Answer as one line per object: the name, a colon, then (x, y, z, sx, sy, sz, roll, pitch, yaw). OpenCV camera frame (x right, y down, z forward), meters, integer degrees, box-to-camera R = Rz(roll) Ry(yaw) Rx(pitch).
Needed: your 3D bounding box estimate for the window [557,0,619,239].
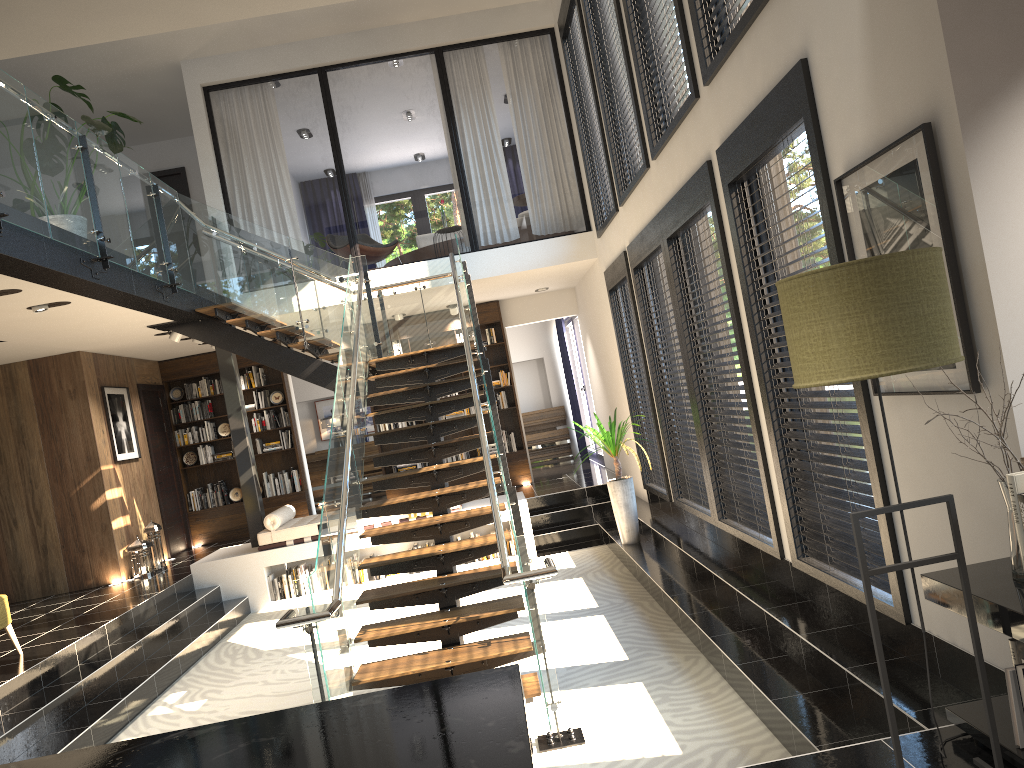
window: (0.935, -2.898, 9.281, 0.358, 2.475, 1.393, -10, 0, -2)

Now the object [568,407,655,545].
object: (1.041, 0.918, 8.792, 0.876, 1.338, 0.830, -10, 0, -13)

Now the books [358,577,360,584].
books: (-1.753, 2.123, 10.032, 0.034, 0.252, 0.151, -10, 0, -2)

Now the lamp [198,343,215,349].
lamp: (-3.929, -0.549, 11.589, 0.346, 0.262, 0.195, -10, 0, -2)

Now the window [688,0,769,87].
window: (1.097, -3.005, 4.507, 0.358, 2.475, 1.393, -10, 0, -2)

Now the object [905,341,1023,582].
object: (1.361, 0.191, 2.536, 0.607, 0.744, 0.407, -10, 0, -42)

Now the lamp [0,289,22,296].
lamp: (-3.766, -0.705, 6.470, 0.346, 0.177, 0.195, -10, -1, -2)

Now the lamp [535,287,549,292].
lamp: (0.411, -1.389, 12.533, 0.195, 0.158, 0.346, -10, -1, -2)

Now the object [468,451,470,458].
object: (-0.639, 0.965, 12.878, 0.020, 0.262, 0.047, -10, 0, -2)

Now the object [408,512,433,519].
object: (-0.974, 1.556, 10.448, 0.466, 0.510, 1.167, -10, -1, -2)

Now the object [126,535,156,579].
object: (-4.349, 2.006, 10.387, 0.262, 0.483, 0.262, -10, 0, -2)

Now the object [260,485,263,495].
object: (-3.682, 1.544, 12.724, 0.212, 0.222, 0.082, -10, 0, -2)

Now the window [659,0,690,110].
window: (1.113, -2.983, 6.086, 0.005, 2.297, 1.221, -10, 0, -2)

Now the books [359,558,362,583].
books: (-1.724, 2.097, 10.043, 0.036, 0.293, 0.128, -10, 0, -2)

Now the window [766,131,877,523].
window: (1.686, -0.211, 4.495, 0.005, 2.297, 1.221, -10, 0, -2)

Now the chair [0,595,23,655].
chair: (-4.342, 1.631, 6.530, 1.030, 1.097, 0.807, -10, 0, -3)

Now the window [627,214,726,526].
window: (1.509, -0.128, 7.639, 0.358, 2.475, 1.498, -10, 0, -2)

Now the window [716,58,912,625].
window: (1.615, -0.198, 4.500, 0.358, 2.475, 1.393, -10, 0, -2)

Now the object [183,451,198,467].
object: (-4.616, 1.076, 12.722, 0.212, 0.222, 0.082, -10, 0, -2)

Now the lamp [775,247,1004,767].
lamp: (1.104, 0.384, 2.496, 0.437, 1.445, 0.637, -11, 0, 23)

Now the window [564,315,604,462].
window: (1.242, 0.040, 14.742, 0.184, 2.476, 2.981, -10, -1, -2)

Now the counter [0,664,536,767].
counter: (-1.735, 0.576, 0.350, 3.573, 0.041, 0.698, -10, -1, -2)

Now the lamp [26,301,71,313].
lamp: (-3.792, -0.687, 7.246, 0.346, 0.177, 0.195, -10, -1, -2)

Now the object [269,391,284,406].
object: (-3.381, 0.205, 12.753, 0.212, 0.222, 0.082, -10, 0, -2)

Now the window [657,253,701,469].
window: (1.579, -0.141, 7.633, 0.005, 2.297, 1.313, -10, 0, -2)

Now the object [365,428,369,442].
object: (-2.821, 0.678, 16.311, 0.272, 0.860, 0.270, -11, 0, 12)

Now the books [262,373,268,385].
books: (-3.568, -0.066, 12.809, 0.022, 0.195, 0.135, -10, 0, -2)

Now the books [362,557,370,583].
books: (-1.649, 2.101, 10.010, 0.050, 0.258, 0.215, -10, 0, -2)

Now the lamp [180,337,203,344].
lamp: (-3.905, -0.582, 10.814, 0.346, 0.231, 0.195, -10, 0, -2)

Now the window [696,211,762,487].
window: (1.630, -0.174, 6.139, 0.005, 2.297, 1.313, -10, 0, -2)

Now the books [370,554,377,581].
books: (-1.564, 2.072, 10.046, 0.030, 0.284, 0.176, -10, 0, -2)

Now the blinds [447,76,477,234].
blinds: (-0.474, -2.992, 10.595, 0.669, 2.698, 0.134, -10, 0, -2)

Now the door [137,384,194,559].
door: (-4.757, 1.169, 12.107, 0.104, 2.347, 0.931, -10, 0, -2)

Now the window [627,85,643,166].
window: (1.059, -2.947, 7.681, 0.005, 2.297, 1.221, -10, 0, -2)

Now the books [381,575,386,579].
books: (-1.464, 2.087, 10.041, 0.030, 0.218, 0.186, -10, 0, -2)

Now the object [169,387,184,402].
object: (-4.801, 0.147, 12.699, 0.212, 0.222, 0.082, -10, 0, -2)

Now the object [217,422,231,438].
object: (-4.125, 0.664, 12.742, 0.212, 0.222, 0.082, -10, 0, -2)

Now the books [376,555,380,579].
books: (-1.524, 2.082, 10.065, 0.045, 0.251, 0.142, -10, 0, -2)

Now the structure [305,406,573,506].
structure: (-2.069, 1.447, 16.285, 6.275, 0.982, 0.886, -10, 0, -2)

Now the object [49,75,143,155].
object: (-3.780, -1.748, 7.406, 1.464, 1.554, 1.261, -10, 0, -14)

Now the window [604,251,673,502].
window: (1.454, -0.088, 9.275, 0.358, 2.475, 1.393, -10, 0, -2)

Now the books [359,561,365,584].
books: (-1.685, 2.120, 10.000, 0.028, 0.232, 0.205, -10, 0, -2)

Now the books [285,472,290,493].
books: (-3.215, 1.418, 12.769, 0.011, 0.300, 0.154, -10, 0, -2)

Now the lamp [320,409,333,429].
lamp: (-3.230, 0.817, 16.189, 0.470, 0.725, 0.470, -10, 0, -10)

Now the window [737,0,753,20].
window: (1.167, -3.018, 4.501, 0.005, 2.297, 1.221, -10, 0, -2)

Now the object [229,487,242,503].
object: (-3.953, 1.594, 12.719, 0.212, 0.222, 0.082, -10, 0, -2)

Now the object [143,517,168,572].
object: (-4.273, 1.915, 10.621, 0.182, 0.643, 0.182, -10, 0, -2)

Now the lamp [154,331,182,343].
lamp: (-3.876, -0.583, 10.041, 0.346, 0.262, 0.195, -10, 0, -2)

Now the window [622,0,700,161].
window: (1.043, -2.970, 6.091, 0.358, 2.475, 1.393, -10, 0, -2)

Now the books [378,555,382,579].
books: (-1.492, 2.072, 10.040, 0.020, 0.257, 0.154, -10, 0, -2)

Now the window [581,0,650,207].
window: (0.989, -2.934, 7.686, 0.358, 2.475, 1.393, -10, 0, -2)

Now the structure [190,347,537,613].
structure: (-1.888, 0.704, 10.414, 3.781, 3.244, 1.149, -10, 0, -2)

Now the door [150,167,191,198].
door: (-4.914, -1.857, 12.657, 0.931, 2.347, 0.104, -10, 0, -2)

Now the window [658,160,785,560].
window: (1.560, -0.161, 6.145, 0.358, 2.475, 1.498, -10, 0, -2)

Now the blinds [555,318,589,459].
blinds: (1.020, 0.005, 15.635, 0.161, 2.770, 1.080, -10, 0, -4)

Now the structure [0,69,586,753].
structure: (-1.766, 0.208, 6.631, 3.447, 4.868, 7.281, -10, -1, -3)
